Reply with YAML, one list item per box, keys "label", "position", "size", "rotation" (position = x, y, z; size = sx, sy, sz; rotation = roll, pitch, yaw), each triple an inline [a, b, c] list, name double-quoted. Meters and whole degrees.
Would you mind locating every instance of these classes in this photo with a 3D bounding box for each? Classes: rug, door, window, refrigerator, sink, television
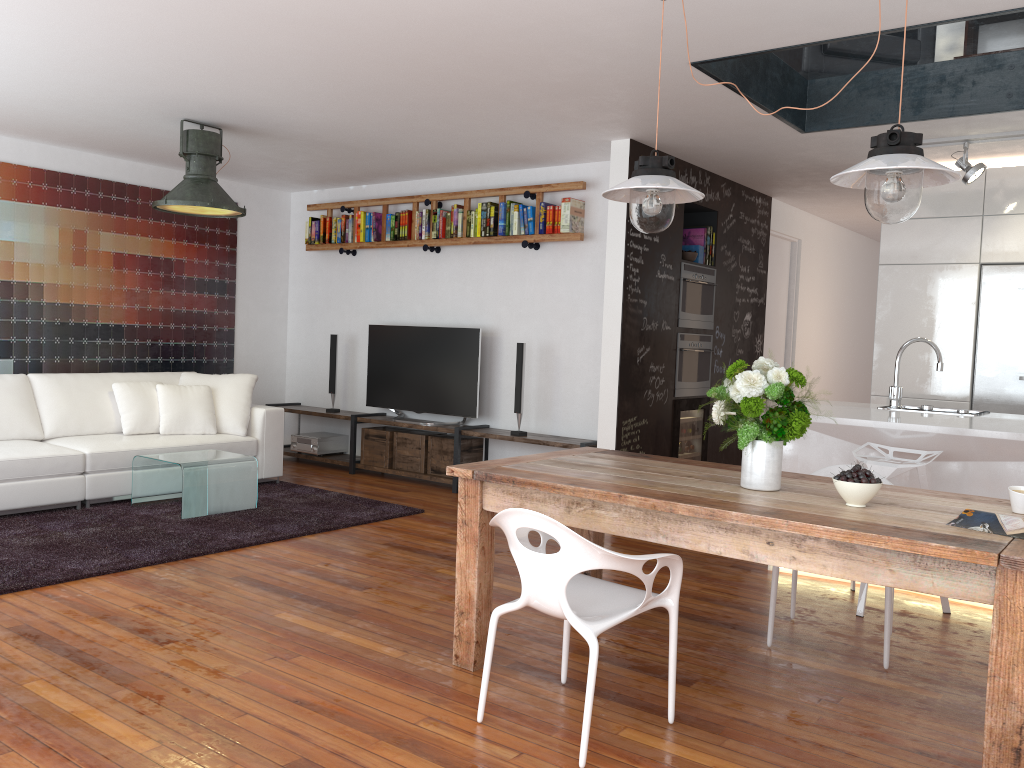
- label: "rug"
  position: [-2.309, 0.828, 5.304]
  size: [1.895, 0.019, 3.193]
  rotation: [5, 4, 37]
- label: "door"
  position: [2.356, -0.231, 8.068]
  size: [0.120, 2.236, 0.823]
  rotation: [5, 4, 37]
- label: "window"
  position: [2.375, -1.695, 3.874]
  size: [2.700, 0.035, 1.546]
  rotation: [5, 4, 37]
- label: "refrigerator"
  position: [3.494, 0.154, 5.545]
  size: [1.119, 1.811, 0.142]
  rotation: [5, 4, 37]
- label: "sink"
  position: [2.338, 0.031, 4.898]
  size: [0.492, 0.570, 0.459]
  rotation: [5, 4, 37]
- label: "television"
  position: [-0.737, -0.079, 7.270]
  size: [1.230, 0.786, 0.298]
  rotation: [5, 4, 37]

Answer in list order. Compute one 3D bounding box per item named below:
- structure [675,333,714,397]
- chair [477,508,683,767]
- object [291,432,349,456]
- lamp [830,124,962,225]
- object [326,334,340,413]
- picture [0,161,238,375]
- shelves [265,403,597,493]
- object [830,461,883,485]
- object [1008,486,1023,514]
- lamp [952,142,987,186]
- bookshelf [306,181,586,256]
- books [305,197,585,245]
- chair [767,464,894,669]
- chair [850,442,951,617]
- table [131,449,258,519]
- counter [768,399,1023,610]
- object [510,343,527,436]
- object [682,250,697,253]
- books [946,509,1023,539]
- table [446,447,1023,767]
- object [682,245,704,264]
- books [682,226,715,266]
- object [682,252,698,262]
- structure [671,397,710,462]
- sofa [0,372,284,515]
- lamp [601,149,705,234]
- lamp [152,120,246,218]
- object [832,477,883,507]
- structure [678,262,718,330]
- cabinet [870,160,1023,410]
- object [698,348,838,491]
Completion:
- label: "structure"
  position: [1.372, -0.140, 6.582]
  size: [0.052, 0.462, 0.585]
  rotation: [5, 4, 37]
- label: "chair"
  position: [0.197, 0.714, 2.769]
  size: [0.577, 0.710, 0.505]
  rotation: [5, 4, 42]
- label: "object"
  position: [-1.735, 0.542, 8.007]
  size: [0.350, 0.170, 0.400]
  rotation: [5, 4, 36]
- label: "lamp"
  position: [1.178, -0.646, 2.734]
  size: [0.372, 0.306, 0.372]
  rotation: [2, 3, -2]
- label: "object"
  position: [-1.570, -0.093, 7.829]
  size: [0.089, 0.687, 0.089]
  rotation: [4, 3, 22]
- label: "picture"
  position: [-3.349, -0.546, 6.945]
  size: [0.007, 2.136, 2.770]
  rotation: [5, 4, 37]
- label: "shelves"
  position: [-0.769, 0.545, 7.300]
  size: [3.473, 0.506, 0.414]
  rotation: [5, 4, 37]
- label: "object"
  position: [1.065, 0.285, 2.732]
  size: [0.159, 0.095, 0.141]
  rotation: [4, 3, 22]
- label: "object"
  position: [1.583, 0.359, 2.707]
  size: [0.127, 0.078, 0.082]
  rotation: [5, 4, 42]
- label: "lamp"
  position: [3.153, -1.268, 4.914]
  size: [1.324, 0.254, 0.154]
  rotation: [5, 4, 37]
- label: "bookshelf"
  position: [-0.653, -1.315, 7.291]
  size: [2.983, 0.465, 0.161]
  rotation: [5, 4, 37]
- label: "books"
  position: [0.607, -2.083, 6.631]
  size: [5.671, 1.974, 0.733]
  rotation: [4, 3, 26]
- label: "chair"
  position: [1.359, 0.715, 3.684]
  size: [0.577, 0.710, 0.505]
  rotation: [4, 3, 27]
- label: "chair"
  position: [1.761, 0.682, 4.184]
  size: [0.428, 0.765, 0.492]
  rotation: [0, 4, -43]
- label: "table"
  position: [-2.063, 0.635, 5.776]
  size: [0.565, 0.337, 0.551]
  rotation: [5, 4, 37]
- label: "counter"
  position: [2.454, 0.624, 4.513]
  size: [2.289, 0.903, 0.956]
  rotation: [5, 4, 37]
- label: "object"
  position: [0.065, 0.039, 6.580]
  size: [0.089, 0.687, 0.089]
  rotation: [0, 4, -43]
- label: "object"
  position: [1.308, -0.963, 6.522]
  size: [0.116, 0.042, 0.077]
  rotation: [0, 4, -40]
- label: "books"
  position: [1.388, 0.384, 2.484]
  size: [0.267, 0.035, 0.218]
  rotation: [0, 4, -39]
- label: "table"
  position: [0.792, 0.715, 3.044]
  size: [1.910, 0.735, 0.969]
  rotation: [5, 4, 37]
- label: "object"
  position: [1.356, -0.968, 6.663]
  size: [0.136, 0.136, 0.110]
  rotation: [4, 3, 30]
- label: "books"
  position: [1.414, -1.055, 6.797]
  size: [0.230, 0.303, 0.152]
  rotation: [5, 4, 37]
- label: "object"
  position: [1.299, -0.930, 6.528]
  size: [0.132, 0.069, 0.132]
  rotation: [1, 3, -20]
- label: "structure"
  position: [1.352, 0.491, 6.610]
  size: [0.081, 0.763, 0.582]
  rotation: [5, 4, 37]
- label: "sofa"
  position: [-3.058, 0.352, 5.855]
  size: [0.987, 0.842, 3.086]
  rotation: [5, 4, 37]
- label: "lamp"
  position: [0.513, -0.700, 3.232]
  size: [0.372, 0.306, 0.372]
  rotation: [4, 3, 31]
- label: "lamp"
  position: [-2.009, -1.395, 5.729]
  size: [0.572, 0.561, 0.572]
  rotation: [5, 4, 42]
- label: "object"
  position: [1.063, 0.335, 2.735]
  size: [0.146, 0.079, 0.146]
  rotation: [-1, 4, -45]
- label: "structure"
  position: [1.393, -0.642, 6.556]
  size: [0.052, 0.462, 0.585]
  rotation: [5, 4, 37]
- label: "cabinet"
  position: [3.781, -0.195, 5.892]
  size: [2.404, 2.506, 0.946]
  rotation: [5, 4, 37]
- label: "object"
  position: [0.850, 0.112, 3.018]
  size: [0.432, 0.476, 0.371]
  rotation: [2, 3, -12]
